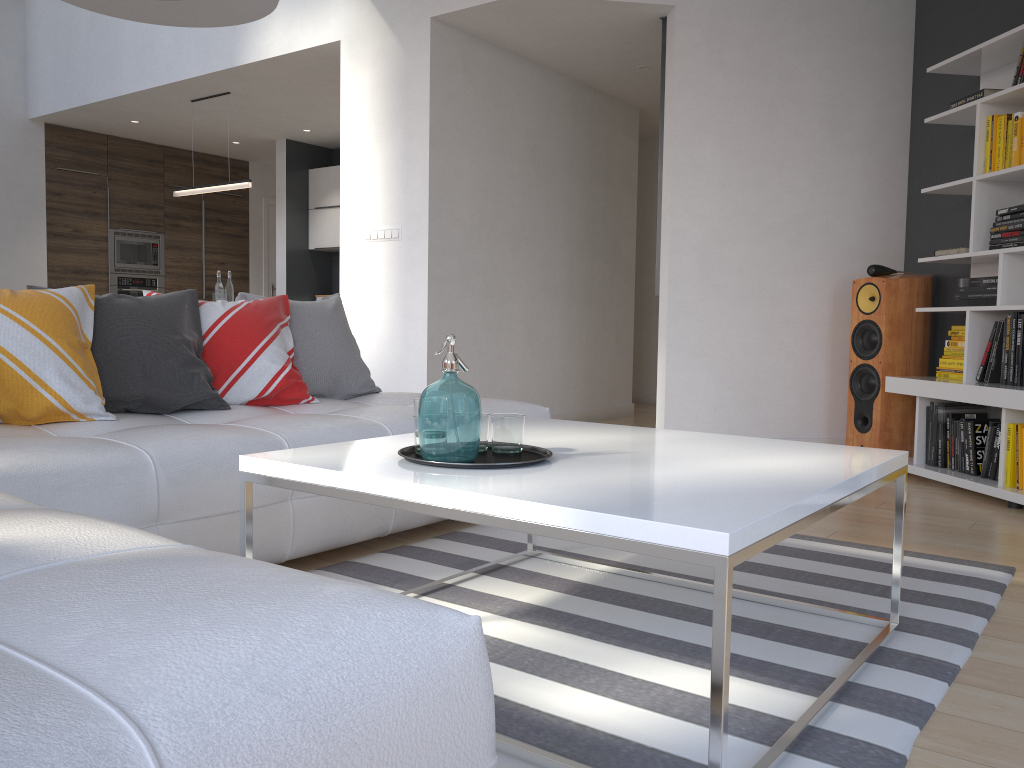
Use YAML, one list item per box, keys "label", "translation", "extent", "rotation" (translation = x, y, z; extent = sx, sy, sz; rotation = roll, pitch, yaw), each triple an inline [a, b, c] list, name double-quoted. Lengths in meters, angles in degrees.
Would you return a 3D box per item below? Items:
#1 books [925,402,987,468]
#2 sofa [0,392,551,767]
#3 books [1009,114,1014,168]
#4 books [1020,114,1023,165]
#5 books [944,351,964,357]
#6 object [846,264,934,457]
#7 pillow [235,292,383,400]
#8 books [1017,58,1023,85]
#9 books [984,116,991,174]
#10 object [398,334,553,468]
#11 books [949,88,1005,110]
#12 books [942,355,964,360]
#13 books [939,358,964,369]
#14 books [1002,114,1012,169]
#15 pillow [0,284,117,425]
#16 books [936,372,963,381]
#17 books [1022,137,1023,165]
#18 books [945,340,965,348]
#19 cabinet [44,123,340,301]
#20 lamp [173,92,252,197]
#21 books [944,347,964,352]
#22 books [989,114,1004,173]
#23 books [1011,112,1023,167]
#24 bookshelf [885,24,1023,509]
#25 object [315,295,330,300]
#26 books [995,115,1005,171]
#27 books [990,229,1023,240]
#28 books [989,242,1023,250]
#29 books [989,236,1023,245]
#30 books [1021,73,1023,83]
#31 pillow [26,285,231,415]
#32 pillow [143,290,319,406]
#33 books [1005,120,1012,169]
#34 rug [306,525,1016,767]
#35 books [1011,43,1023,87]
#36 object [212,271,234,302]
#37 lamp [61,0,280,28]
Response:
- label: "books"
  translation: [2.163, 0.244, 4.319]
  extent: [0.259, 0.321, 0.128]
  rotation: [0, 4, -9]
- label: "sofa"
  translation: [-0.787, 0.211, 2.135]
  extent: [2.614, 0.732, 3.424]
  rotation: [4, 5, 36]
- label: "books"
  translation: [2.315, -1.074, 3.963]
  extent: [0.180, 0.251, 0.019]
  rotation: [0, 4, -9]
- label: "books"
  translation: [2.323, -1.065, 3.908]
  extent: [0.169, 0.239, 0.023]
  rotation: [0, 4, -9]
- label: "books"
  translation: [2.255, -0.146, 4.351]
  extent: [0.152, 0.024, 0.228]
  rotation: [1, 4, -5]
- label: "object"
  translation: [2.107, -0.103, 4.879]
  extent: [0.434, 1.088, 0.290]
  rotation: [-1, 4, -24]
- label: "pillow"
  translation: [-1.172, -0.088, 2.408]
  extent: [0.647, 0.453, 2.953]
  rotation: [3, 4, 24]
- label: "books"
  translation: [2.325, -1.401, 3.900]
  extent: [0.171, 0.214, 0.087]
  rotation: [0, 4, -9]
- label: "books"
  translation: [2.282, -1.093, 4.090]
  extent: [0.204, 0.270, 0.029]
  rotation: [0, 4, -9]
- label: "object"
  translation: [-0.076, 0.026, 1.889]
  extent: [0.330, 0.265, 0.330]
  rotation: [-1, 4, -30]
- label: "books"
  translation: [2.255, -1.341, 4.212]
  extent: [0.208, 0.046, 0.268]
  rotation: [1, 4, -5]
- label: "books"
  translation: [2.277, -0.127, 4.346]
  extent: [0.198, 0.015, 0.263]
  rotation: [1, 4, -6]
- label: "books"
  translation: [2.263, -0.097, 4.343]
  extent: [0.198, 0.044, 0.255]
  rotation: [0, 4, -9]
- label: "books"
  translation: [2.312, -1.081, 4.002]
  extent: [0.199, 0.263, 0.015]
  rotation: [0, 4, -9]
- label: "pillow"
  translation: [-1.370, -0.030, 1.782]
  extent: [0.630, 0.440, 2.095]
  rotation: [0, 4, -7]
- label: "books"
  translation: [2.248, -0.035, 4.343]
  extent: [0.204, 0.029, 0.270]
  rotation: [1, 4, -4]
- label: "books"
  translation: [2.324, -1.061, 3.883]
  extent: [0.172, 0.234, 0.024]
  rotation: [0, 4, -9]
- label: "books"
  translation: [2.276, -0.192, 4.328]
  extent: [0.185, 0.035, 0.250]
  rotation: [1, 4, -6]
- label: "cabinet"
  translation: [-1.800, -1.060, 7.651]
  extent: [4.694, 2.501, 2.402]
  rotation: [4, 5, 36]
- label: "lamp"
  translation: [-2.400, -1.910, 7.061]
  extent: [0.998, 0.756, 0.020]
  rotation: [4, 5, 36]
- label: "books"
  translation: [2.276, -0.166, 4.340]
  extent: [0.180, 0.019, 0.251]
  rotation: [0, 4, -9]
- label: "books"
  translation: [2.294, -1.091, 4.065]
  extent: [0.213, 0.270, 0.025]
  rotation: [0, 4, -9]
- label: "books"
  translation: [2.317, -1.072, 3.936]
  extent: [0.185, 0.250, 0.035]
  rotation: [0, 4, -9]
- label: "bookshelf"
  translation: [2.377, -0.461, 3.063]
  extent: [0.455, 2.052, 3.000]
  rotation: [0, 4, -9]
- label: "object"
  translation: [-1.792, -0.822, 8.975]
  extent: [0.380, 0.148, 0.263]
  rotation: [4, 5, 36]
- label: "books"
  translation: [2.305, -1.081, 4.032]
  extent: [0.198, 0.255, 0.044]
  rotation: [0, 4, -9]
- label: "books"
  translation: [2.316, -0.664, 3.949]
  extent: [0.209, 0.030, 0.266]
  rotation: [0, 4, -10]
- label: "books"
  translation: [2.296, -0.610, 3.943]
  extent: [0.189, 0.026, 0.263]
  rotation: [0, 4, -11]
- label: "books"
  translation: [2.299, -0.636, 3.941]
  extent: [0.189, 0.025, 0.270]
  rotation: [0, 4, -10]
- label: "books"
  translation: [2.317, -1.399, 3.870]
  extent: [0.154, 0.212, 0.074]
  rotation: [0, 4, -10]
- label: "pillow"
  translation: [-1.684, -0.082, 2.258]
  extent: [0.608, 0.436, 2.120]
  rotation: [3, 4, 32]
- label: "pillow"
  translation: [-1.498, -0.071, 2.528]
  extent: [0.575, 0.449, 2.250]
  rotation: [3, 5, 33]
- label: "books"
  translation: [2.293, -1.063, 3.982]
  extent: [0.156, 0.229, 0.024]
  rotation: [0, 4, -9]
- label: "rug"
  translation: [0.216, 0.577, 2.285]
  extent: [1.662, 0.016, 2.326]
  rotation: [4, 5, 36]
- label: "books"
  translation: [2.314, -1.404, 3.931]
  extent: [0.166, 0.213, 0.096]
  rotation: [0, 4, -11]
- label: "object"
  translation: [-2.262, -0.746, 6.838]
  extent: [0.148, 0.267, 0.323]
  rotation: [1, 4, 1]
- label: "lamp"
  translation: [-2.015, -0.728, 1.521]
  extent: [3.199, 2.647, 0.710]
  rotation: [0, 4, -18]
